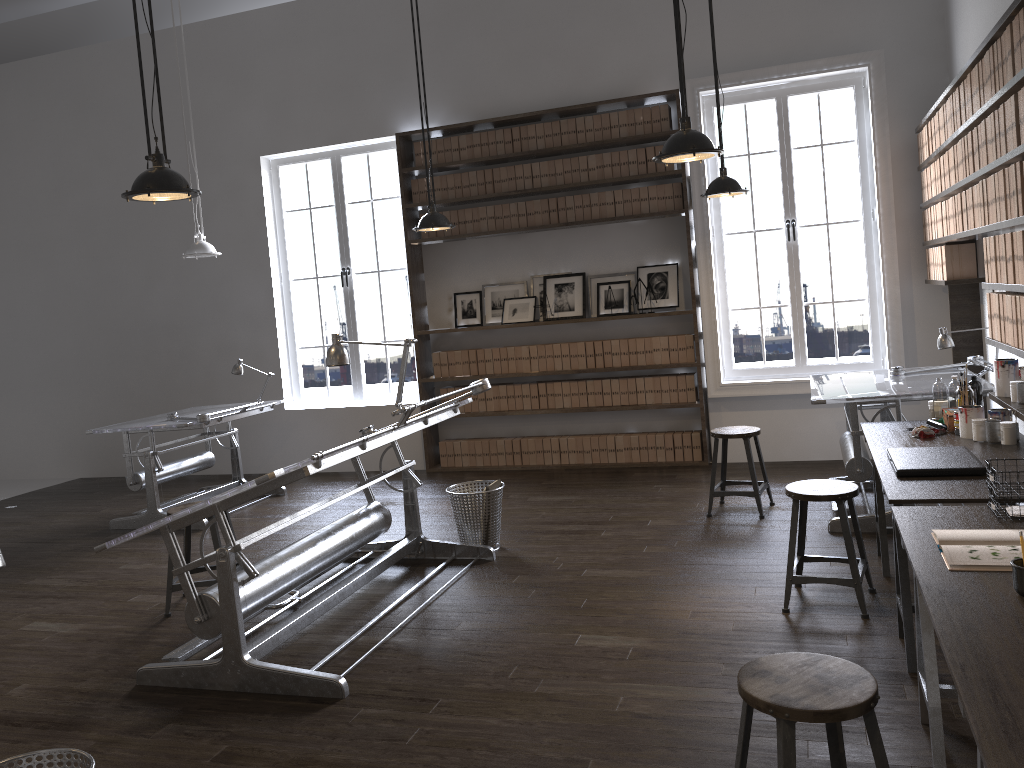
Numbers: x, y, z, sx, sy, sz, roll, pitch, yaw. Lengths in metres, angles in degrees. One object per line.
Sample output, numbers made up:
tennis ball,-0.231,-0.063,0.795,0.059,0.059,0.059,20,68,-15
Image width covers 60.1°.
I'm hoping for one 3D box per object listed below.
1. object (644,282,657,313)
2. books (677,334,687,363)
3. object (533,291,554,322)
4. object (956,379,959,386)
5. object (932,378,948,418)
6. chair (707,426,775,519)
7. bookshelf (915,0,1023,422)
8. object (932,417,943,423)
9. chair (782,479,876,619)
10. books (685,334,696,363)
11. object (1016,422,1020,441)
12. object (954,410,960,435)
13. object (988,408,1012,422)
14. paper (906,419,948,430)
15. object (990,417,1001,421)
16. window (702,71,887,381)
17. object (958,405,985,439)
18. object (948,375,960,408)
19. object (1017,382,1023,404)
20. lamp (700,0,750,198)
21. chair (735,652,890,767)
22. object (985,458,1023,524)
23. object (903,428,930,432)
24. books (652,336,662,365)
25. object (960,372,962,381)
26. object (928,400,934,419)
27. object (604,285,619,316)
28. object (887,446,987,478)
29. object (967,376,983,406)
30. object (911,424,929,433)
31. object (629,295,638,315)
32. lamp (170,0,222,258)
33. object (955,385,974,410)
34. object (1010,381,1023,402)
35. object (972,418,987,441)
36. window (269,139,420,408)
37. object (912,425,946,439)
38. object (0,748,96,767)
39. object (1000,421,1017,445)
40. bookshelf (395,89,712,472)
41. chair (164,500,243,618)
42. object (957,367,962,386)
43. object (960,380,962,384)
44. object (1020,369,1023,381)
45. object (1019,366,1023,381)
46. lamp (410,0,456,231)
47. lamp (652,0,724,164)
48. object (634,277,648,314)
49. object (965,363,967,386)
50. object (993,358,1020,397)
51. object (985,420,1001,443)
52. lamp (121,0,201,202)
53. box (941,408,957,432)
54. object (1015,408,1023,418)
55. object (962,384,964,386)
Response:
object,1.133,-0.707,7.253,0.110,0.261,0.040,-4,3,19
books,1.407,-0.291,7.262,0.066,0.225,0.175,-4,4,19
object,0.266,-0.654,7.492,0.174,0.259,0.040,-4,3,19
object,2.136,0.050,4.211,0.037,0.153,0.005,-4,3,14
object,2.130,0.084,4.403,0.068,0.229,0.069,-4,3,16
chair,1.438,0.553,5.625,0.358,0.526,0.373,-3,4,27
bookshelf,1.804,0.232,2.102,0.373,3.197,9.218,-4,5,19
object,2.097,0.186,4.368,0.049,0.037,0.049,-4,5,15
chair,1.398,0.718,3.944,0.358,0.526,0.373,-3,4,27
books,1.466,-0.293,7.234,0.067,0.225,0.175,-4,4,19
object,2.179,0.209,3.858,0.054,0.080,0.054,-4,4,19
object,2.074,0.180,4.098,0.049,0.111,0.050,-4,3,15
object,2.176,0.178,3.943,0.094,0.128,0.095,-4,4,22
paper,2.003,0.204,4.282,0.137,0.038,0.155,-5,5,4
object,2.128,0.199,3.895,0.044,0.101,0.045,-4,3,18
window,2.181,-1.175,6.905,1.243,2.304,0.154,-4,3,19
object,2.089,0.172,4.022,0.104,0.141,0.105,-4,4,11
object,2.197,0.076,4.380,0.068,0.237,0.069,-4,3,16
object,2.318,0.043,4.001,0.063,0.093,0.063,-5,3,4
lamp,1.283,-2.343,5.694,0.313,2.247,0.311,-5,3,-2
chair,0.714,0.956,2.096,0.358,0.526,0.372,-5,4,-8
object,1.634,0.326,2.732,0.284,0.160,0.204,-3,5,19
object,1.961,0.219,4.268,0.156,0.006,0.006,-5,4,-2
books,1.210,-0.280,7.324,0.066,0.225,0.175,-4,4,19
object,2.146,0.035,4.213,0.008,0.186,0.071,-4,3,20
object,2.145,0.137,4.476,0.068,0.104,0.068,-4,4,23
object,0.817,-0.685,7.321,0.124,0.259,0.040,-4,3,19
object,1.682,0.308,3.534,0.312,0.033,0.447,-3,6,19
object,2.277,0.076,4.354,0.068,0.229,0.069,-4,3,16
object,1.967,0.216,4.271,0.172,0.017,0.011,-10,6,-40
object,0.995,-0.645,7.236,0.066,0.165,0.040,-4,3,19
lamp,-2.566,-2.131,6.987,0.313,2.247,0.311,-5,3,-2
object,2.250,0.059,4.117,0.344,0.146,0.077,-1,5,41
object,2.326,0.035,4.070,0.062,0.094,0.062,-5,3,4
object,2.069,0.203,3.915,0.062,0.094,0.062,-7,4,-31
window,-1.530,-0.975,8.279,1.481,2.491,0.154,-4,3,19
object,1.941,0.217,4.164,0.198,0.050,0.132,-10,7,-42
object,-1.214,1.181,2.210,0.352,0.377,0.354,-2,5,40
object,2.124,0.210,3.789,0.062,0.094,0.062,-6,4,-22
bookshelf,0.372,-0.435,7.637,2.470,3.714,0.414,-4,3,19
chair,-1.634,0.910,4.700,0.372,0.527,0.359,-5,3,-3
object,2.131,0.026,4.201,0.055,0.213,0.007,-7,3,-36
object,2.148,0.055,4.195,0.044,0.152,0.005,-6,3,-12
object,2.426,-0.005,4.151,0.070,0.130,0.070,-7,4,-33
object,2.446,-0.013,4.218,0.051,0.139,0.050,-4,3,16
lamp,-0.658,-2.237,6.350,0.313,2.247,0.311,-5,3,-2
lamp,0.678,-2.112,3.848,0.313,2.247,0.311,-5,3,-2
object,1.057,-0.721,7.248,0.118,0.303,0.040,-4,3,19
object,2.153,0.016,4.197,0.021,0.227,0.007,-4,3,30
object,2.387,-0.031,4.271,0.107,0.176,0.107,-4,4,20
object,2.093,0.207,3.849,0.063,0.093,0.062,-6,4,-22
lamp,-1.555,-1.896,3.637,0.312,2.247,0.312,-3,3,39
box,2.151,0.168,4.247,0.137,0.083,0.213,-3,5,18
object,2.302,0.059,3.825,0.236,0.161,0.107,-6,4,-16
object,2.131,0.007,4.185,0.006,0.017,0.006,-7,3,-31
